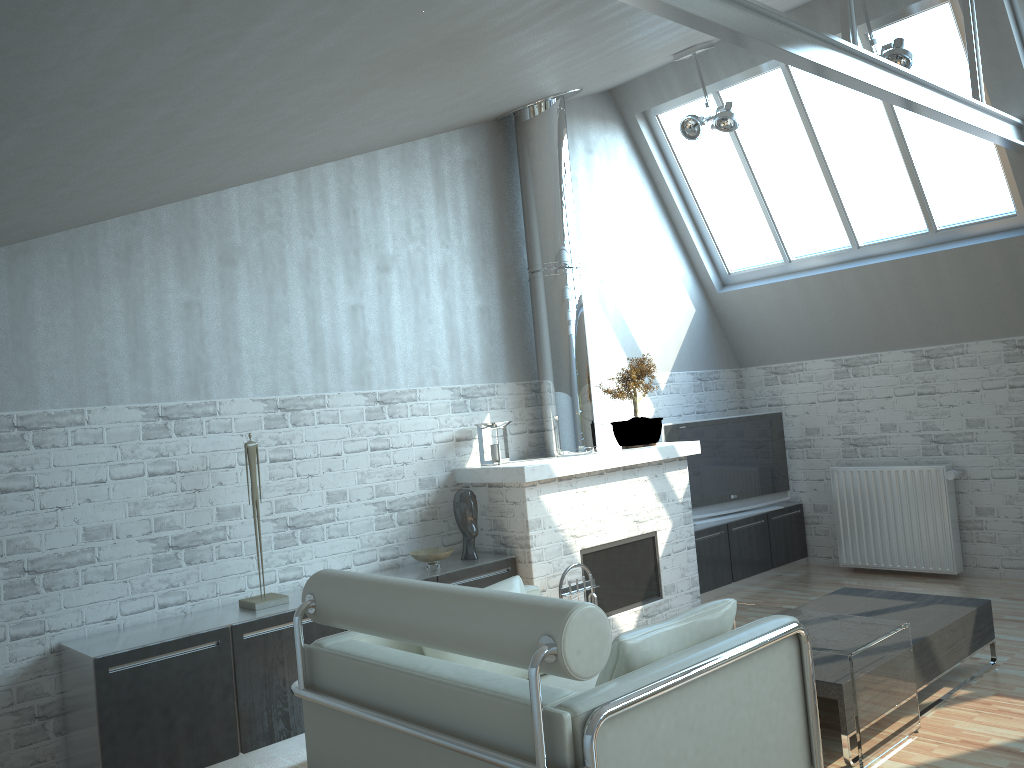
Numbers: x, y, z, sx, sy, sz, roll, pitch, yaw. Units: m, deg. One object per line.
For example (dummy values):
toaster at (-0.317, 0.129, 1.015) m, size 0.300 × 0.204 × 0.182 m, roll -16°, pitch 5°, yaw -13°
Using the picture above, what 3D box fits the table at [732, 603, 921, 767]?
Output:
table at (2.360, 2.482, 7.570) m, size 1.015 × 0.867 × 1.726 m, roll -4°, pitch -3°, yaw -43°

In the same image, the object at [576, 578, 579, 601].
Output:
object at (0.821, 2.644, 9.923) m, size 0.145 × 0.932 × 0.065 m, roll -6°, pitch -2°, yaw 29°

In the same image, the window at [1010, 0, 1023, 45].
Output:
window at (7.780, -3.601, 8.711) m, size 1.897 × 2.787 × 4.651 m, roll -4°, pitch -3°, yaw -43°

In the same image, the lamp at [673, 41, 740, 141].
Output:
lamp at (2.462, -3.824, 11.529) m, size 0.619 × 1.172 × 0.808 m, roll -4°, pitch -2°, yaw -39°

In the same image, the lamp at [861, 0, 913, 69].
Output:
lamp at (3.949, -4.013, 9.904) m, size 0.619 × 1.172 × 0.808 m, roll -4°, pitch -2°, yaw -39°

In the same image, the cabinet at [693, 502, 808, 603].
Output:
cabinet at (3.278, 2.542, 13.626) m, size 3.234 × 1.016 × 0.908 m, roll -4°, pitch -3°, yaw -43°

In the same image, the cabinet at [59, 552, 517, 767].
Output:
cabinet at (-1.879, 2.731, 8.867) m, size 4.572 × 1.270 × 0.914 m, roll -4°, pitch -3°, yaw -43°

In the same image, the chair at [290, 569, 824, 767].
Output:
chair at (0.225, 2.058, 5.398) m, size 2.201 × 2.001 × 2.507 m, roll -4°, pitch -3°, yaw -43°

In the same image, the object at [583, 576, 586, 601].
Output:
object at (0.851, 2.605, 10.031) m, size 0.025 × 0.855 × 0.025 m, roll -5°, pitch -2°, yaw -20°

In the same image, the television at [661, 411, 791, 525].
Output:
television at (3.273, 1.273, 13.681) m, size 2.577 × 1.514 × 0.592 m, roll -4°, pitch -2°, yaw -33°

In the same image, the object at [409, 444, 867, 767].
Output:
object at (0.999, 1.810, 8.536) m, size 1.528 × 2.558 × 4.859 m, roll -3°, pitch -3°, yaw -44°

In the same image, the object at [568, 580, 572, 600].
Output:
object at (0.718, 2.642, 9.823) m, size 0.131 × 0.916 × 0.146 m, roll -4°, pitch -3°, yaw -42°

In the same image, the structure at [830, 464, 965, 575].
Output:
structure at (5.709, 1.966, 13.072) m, size 0.508 × 1.524 × 1.892 m, roll -4°, pitch -3°, yaw -43°

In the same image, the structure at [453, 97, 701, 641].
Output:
structure at (0.786, -0.394, 11.465) m, size 3.302 × 7.180 × 1.309 m, roll -4°, pitch -3°, yaw -43°

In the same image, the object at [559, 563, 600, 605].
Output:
object at (0.759, 2.600, 10.063) m, size 0.584 × 1.124 × 0.412 m, roll -4°, pitch -3°, yaw -43°

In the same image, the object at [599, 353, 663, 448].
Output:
object at (1.575, 0.219, 11.894) m, size 1.115 × 1.265 × 0.572 m, roll -4°, pitch -2°, yaw -39°

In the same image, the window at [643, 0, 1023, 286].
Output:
window at (4.363, -3.167, 12.444) m, size 1.897 × 2.787 × 4.651 m, roll -4°, pitch -3°, yaw -43°

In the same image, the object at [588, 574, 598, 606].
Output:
object at (0.935, 2.609, 10.108) m, size 0.026 × 0.873 × 0.155 m, roll -4°, pitch -2°, yaw -41°
